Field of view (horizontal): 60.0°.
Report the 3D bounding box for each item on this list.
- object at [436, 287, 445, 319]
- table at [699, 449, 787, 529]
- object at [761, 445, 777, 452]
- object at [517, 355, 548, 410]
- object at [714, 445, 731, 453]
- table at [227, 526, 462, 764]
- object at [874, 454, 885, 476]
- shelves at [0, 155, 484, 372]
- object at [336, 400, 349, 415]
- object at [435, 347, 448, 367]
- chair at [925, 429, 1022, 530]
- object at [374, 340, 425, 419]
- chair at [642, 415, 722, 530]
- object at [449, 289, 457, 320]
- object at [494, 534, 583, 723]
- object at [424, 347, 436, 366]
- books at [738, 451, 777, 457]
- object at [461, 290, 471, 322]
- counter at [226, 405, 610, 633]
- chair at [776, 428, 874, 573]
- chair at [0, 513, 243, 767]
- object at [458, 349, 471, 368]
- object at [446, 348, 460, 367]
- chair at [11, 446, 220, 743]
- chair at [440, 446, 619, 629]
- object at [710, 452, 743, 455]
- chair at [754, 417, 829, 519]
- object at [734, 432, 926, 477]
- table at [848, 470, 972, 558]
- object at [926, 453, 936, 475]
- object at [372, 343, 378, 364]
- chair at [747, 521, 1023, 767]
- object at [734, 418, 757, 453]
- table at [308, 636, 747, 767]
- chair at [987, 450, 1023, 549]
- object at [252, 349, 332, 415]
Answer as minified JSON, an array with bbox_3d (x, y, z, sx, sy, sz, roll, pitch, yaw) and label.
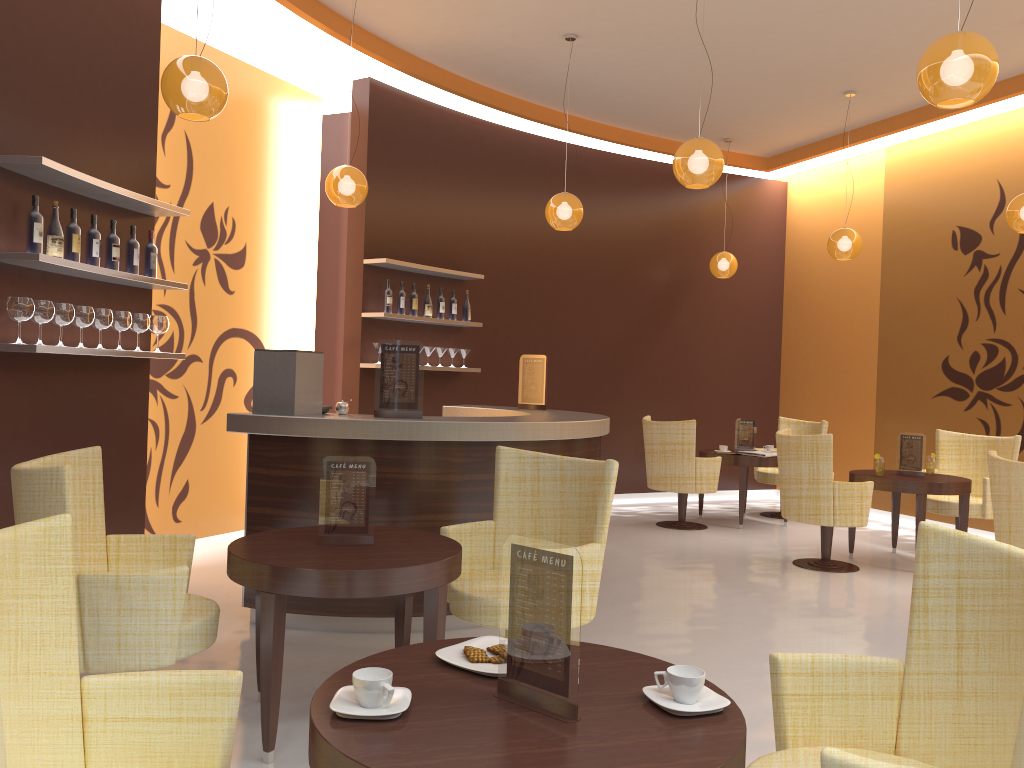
[{"bbox_3d":[-0.644,-0.724,8.008,0.073,0.297,0.073,2,0,15],"label":"object"},{"bbox_3d":[2.265,1.014,8.670,0.872,0.679,0.874,2,0,14],"label":"table"},{"bbox_3d":[2.564,0.644,8.817,0.153,0.069,0.153,2,1,-39],"label":"object"},{"bbox_3d":[0.158,-0.014,6.711,0.258,0.414,0.052,2,1,36],"label":"object"},{"bbox_3d":[2.026,0.627,8.514,0.153,0.069,0.153,2,0,4],"label":"object"},{"bbox_3d":[-0.637,0.951,3.376,0.872,0.679,0.874,2,0,24],"label":"table"},{"bbox_3d":[2.832,0.623,6.823,0.072,0.171,0.067,2,1,-40],"label":"object"},{"bbox_3d":[-1.492,-0.589,6.273,0.586,0.902,4.744,2,0,25],"label":"shelves"},{"bbox_3d":[-0.936,0.129,4.899,0.075,0.077,0.075,2,1,36],"label":"object"},{"bbox_3d":[-0.651,-0.241,8.036,0.137,0.174,0.137,2,1,42],"label":"object"},{"bbox_3d":[3.776,0.908,7.369,0.685,1.017,0.729,2,1,-35],"label":"chair"},{"bbox_3d":[-0.599,-0.026,4.726,0.258,0.414,0.052,2,0,-9],"label":"object"},{"bbox_3d":[1.569,0.823,8.293,0.685,1.017,0.729,2,0,-26],"label":"chair"},{"bbox_3d":[-0.542,-0.721,8.130,0.073,0.297,0.073,2,0,15],"label":"object"},{"bbox_3d":[0.054,0.480,1.780,0.209,0.335,0.042,2,1,42],"label":"object"},{"bbox_3d":[-0.748,-0.244,7.917,0.137,0.174,0.137,2,1,42],"label":"object"},{"bbox_3d":[2.388,0.663,8.431,0.367,0.035,0.345,2,1,-33],"label":"books"},{"bbox_3d":[-0.424,-0.723,8.262,0.086,0.303,0.086,2,0,-8],"label":"object"},{"bbox_3d":[-0.218,0.738,5.662,1.586,1.100,2.917,2,0,22],"label":"counter"},{"bbox_3d":[2.335,0.862,6.676,0.685,1.017,0.729,2,0,-6],"label":"chair"},{"bbox_3d":[-0.736,0.791,1.588,0.685,1.017,0.729,2,0,-20],"label":"chair"},{"bbox_3d":[-0.448,-0.236,8.273,0.137,0.174,0.137,2,1,42],"label":"object"},{"bbox_3d":[-0.548,-0.238,8.154,0.137,0.174,0.137,2,0,2],"label":"object"},{"bbox_3d":[-1.388,0.757,3.126,0.685,1.017,0.729,2,0,-16],"label":"chair"},{"bbox_3d":[0.066,0.803,3.793,0.685,1.017,0.729,2,1,-45],"label":"chair"},{"bbox_3d":[2.009,0.656,8.504,0.239,0.021,0.464,2,0,-9],"label":"object"},{"bbox_3d":[2.881,0.863,9.203,0.685,1.017,0.729,2,0,-23],"label":"chair"},{"bbox_3d":[2.739,0.530,7.821,0.187,0.335,2.090,2,0,-26],"label":"object"},{"bbox_3d":[3.096,1.057,6.946,0.872,0.679,0.874,2,0,9],"label":"table"},{"bbox_3d":[3.358,0.640,7.112,0.067,0.171,0.072,2,0,25],"label":"object"},{"bbox_3d":[-1.110,-0.254,7.425,0.137,0.174,0.137,2,1,32],"label":"object"},{"bbox_3d":[0.835,0.845,1.884,0.685,1.017,0.729,2,0,9],"label":"chair"},{"bbox_3d":[2.297,0.508,8.715,0.209,0.335,0.042,2,0,0],"label":"object"},{"bbox_3d":[0.019,0.986,1.824,0.872,0.679,0.874,2,0,24],"label":"table"},{"bbox_3d":[3.007,0.900,4.839,0.685,1.017,0.729,2,0,-26],"label":"chair"},{"bbox_3d":[-1.176,-0.010,4.819,0.270,0.340,0.373,2,0,22],"label":"object"}]
